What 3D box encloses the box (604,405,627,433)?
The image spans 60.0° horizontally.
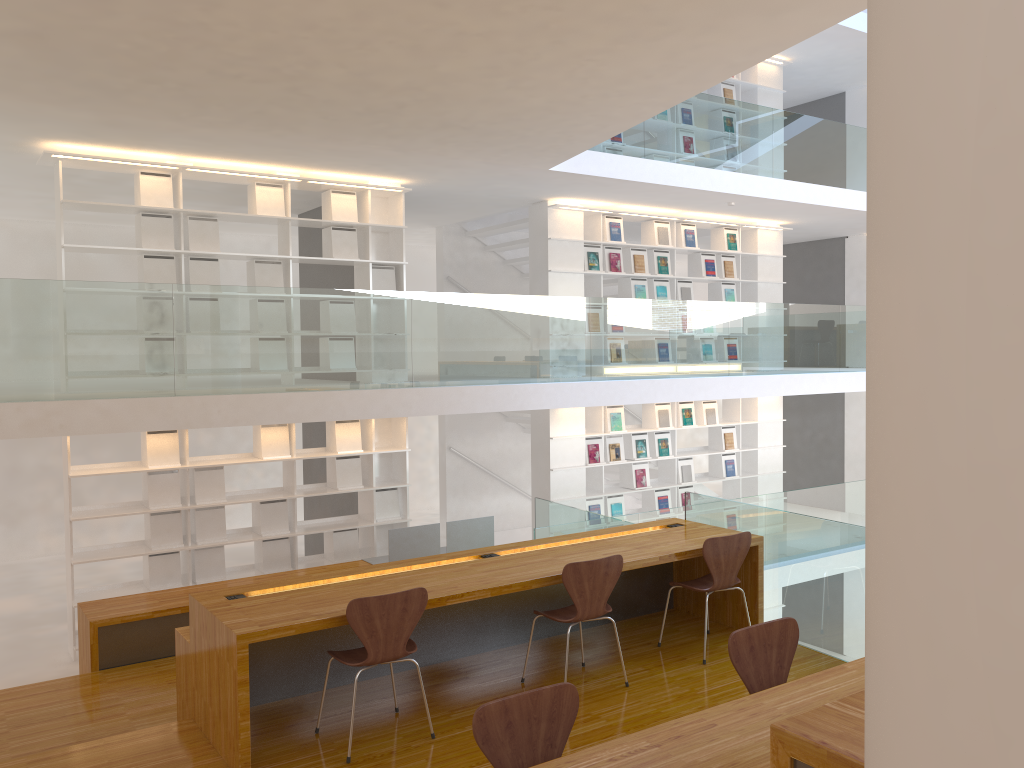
[{"bbox_3d":[1.089,0.379,9.790,0.245,0.296,0.274,-2,3,-34],"label":"box"}]

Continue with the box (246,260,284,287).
[{"bbox_3d":[-2.129,-0.913,7.667,0.245,0.296,0.274,-2,3,-34],"label":"box"}]

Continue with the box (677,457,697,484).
[{"bbox_3d":[1.983,1.005,10.409,0.245,0.296,0.274,-2,3,-34],"label":"box"}]

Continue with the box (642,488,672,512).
[{"bbox_3d":[1.679,1.345,10.215,0.245,0.296,0.274,-2,3,-34],"label":"box"}]

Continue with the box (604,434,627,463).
[{"bbox_3d":[1.085,0.708,9.813,0.245,0.296,0.274,-2,3,-34],"label":"box"}]

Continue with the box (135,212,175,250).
[{"bbox_3d":[-2.879,-1.215,7.155,0.245,0.296,0.274,-2,3,-34],"label":"box"}]

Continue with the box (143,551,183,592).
[{"bbox_3d":[-2.857,1.502,7.248,0.245,0.296,0.274,-2,3,-34],"label":"box"}]

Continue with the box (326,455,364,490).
[{"bbox_3d":[-1.530,0.797,8.120,0.245,0.296,0.274,-2,3,-34],"label":"box"}]

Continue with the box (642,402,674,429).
[{"bbox_3d":[1.678,0.358,10.186,0.245,0.296,0.274,-2,3,-34],"label":"box"}]

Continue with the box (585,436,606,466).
[{"bbox_3d":[0.840,0.716,9.633,0.245,0.296,0.274,-2,3,-34],"label":"box"}]

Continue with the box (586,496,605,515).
[{"bbox_3d":[0.850,1.374,9.659,0.245,0.296,0.274,-2,3,-34],"label":"box"}]

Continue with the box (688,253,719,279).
[{"bbox_3d":[2.274,-1.397,10.534,0.245,0.296,0.274,-2,3,-34],"label":"box"}]

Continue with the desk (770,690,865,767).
[{"bbox_3d":[1.725,1.015,0.688,0.760,0.606,3.185,-2,3,-34],"label":"desk"}]

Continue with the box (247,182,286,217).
[{"bbox_3d":[-2.116,-1.571,7.654,0.245,0.296,0.274,-2,3,-34],"label":"box"}]

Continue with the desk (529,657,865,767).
[{"bbox_3d":[1.188,1.325,2.738,3.185,0.606,0.760,-2,3,-34],"label":"desk"}]

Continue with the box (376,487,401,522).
[{"bbox_3d":[-1.214,1.115,8.341,0.245,0.296,0.274,-2,3,-34],"label":"box"}]

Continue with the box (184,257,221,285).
[{"bbox_3d":[-2.575,-0.897,7.368,0.245,0.296,0.274,-2,3,-34],"label":"box"}]

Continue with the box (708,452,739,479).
[{"bbox_3d":[2.584,0.983,10.812,0.245,0.296,0.274,-2,3,-34],"label":"box"}]

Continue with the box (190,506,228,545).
[{"bbox_3d":[-2.553,1.162,7.443,0.245,0.296,0.274,-2,3,-34],"label":"box"}]

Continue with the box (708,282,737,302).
[{"bbox_3d":[2.561,-1.076,10.737,0.245,0.296,0.274,-2,3,-34],"label":"box"}]

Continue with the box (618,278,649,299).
[{"bbox_3d":[1.372,-1.034,9.939,0.245,0.296,0.274,-2,3,-34],"label":"box"}]

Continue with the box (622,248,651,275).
[{"bbox_3d":[1.367,-1.362,9.926,0.245,0.296,0.274,-2,3,-34],"label":"box"}]

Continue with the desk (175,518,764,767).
[{"bbox_3d":[-0.128,1.411,5.047,3.236,0.918,1.285,-2,3,-34],"label":"desk"}]

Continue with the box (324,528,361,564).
[{"bbox_3d":[-1.555,1.455,8.122,0.245,0.296,0.274,-2,3,-34],"label":"box"}]

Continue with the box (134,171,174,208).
[{"bbox_3d":[-2.883,-1.543,7.143,0.245,0.296,0.274,-2,3,-34],"label":"box"}]

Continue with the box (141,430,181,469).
[{"bbox_3d":[-2.860,0.517,7.218,0.245,0.296,0.274,-2,3,-34],"label":"box"}]

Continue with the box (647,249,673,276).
[{"bbox_3d":[1.654,-1.372,10.119,0.245,0.296,0.274,-2,3,-34],"label":"box"}]

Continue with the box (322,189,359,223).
[{"bbox_3d":[-1.555,-1.590,8.033,0.245,0.296,0.274,-2,3,-34],"label":"box"}]

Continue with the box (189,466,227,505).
[{"bbox_3d":[-2.556,0.835,7.431,0.245,0.296,0.274,-2,3,-34],"label":"box"}]

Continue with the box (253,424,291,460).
[{"bbox_3d":[-2.094,0.488,7.729,0.245,0.296,0.274,-2,3,-34],"label":"box"}]

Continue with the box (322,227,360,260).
[{"bbox_3d":[-1.552,-1.262,8.044,0.245,0.296,0.274,-2,3,-34],"label":"box"}]

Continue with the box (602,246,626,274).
[{"bbox_3d":[1.063,-1.352,9.737,0.245,0.296,0.274,-2,3,-34],"label":"box"}]

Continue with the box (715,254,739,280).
[{"bbox_3d":[2.556,-1.404,10.724,0.245,0.296,0.274,-2,3,-34],"label":"box"}]

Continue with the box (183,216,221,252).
[{"bbox_3d":[-2.579,-1.225,7.356,0.245,0.296,0.274,-2,3,-34],"label":"box"}]

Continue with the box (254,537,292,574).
[{"bbox_3d":[-2.091,1.475,7.763,0.245,0.296,0.274,-2,3,-34],"label":"box"}]

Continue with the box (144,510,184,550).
[{"bbox_3d":[-2.845,1.173,7.247,0.245,0.296,0.274,-2,3,-34],"label":"box"}]

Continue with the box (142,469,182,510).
[{"bbox_3d":[-2.857,0.844,7.230,0.245,0.296,0.274,-2,3,-34],"label":"box"}]

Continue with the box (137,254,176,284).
[{"bbox_3d":[-2.867,-0.887,7.172,0.245,0.296,0.274,-2,3,-34],"label":"box"}]

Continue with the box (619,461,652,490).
[{"bbox_3d":[1.397,1.019,10.016,0.245,0.296,0.274,-2,3,-34],"label":"box"}]

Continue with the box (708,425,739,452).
[{"bbox_3d":[2.579,0.655,10.799,0.245,0.296,0.274,-2,3,-34],"label":"box"}]

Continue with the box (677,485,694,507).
[{"bbox_3d":[1.991,1.333,10.424,0.245,0.296,0.274,-2,3,-34],"label":"box"}]

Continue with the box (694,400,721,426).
[{"bbox_3d":[-0.524,2.181,8.752,7.125,3.764,0.498,-2,3,-34],"label":"box"}]

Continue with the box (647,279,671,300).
[{"bbox_3d":[1.653,-1.043,10.128,0.245,0.296,0.274,-2,3,-34],"label":"box"}]

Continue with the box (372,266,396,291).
[{"bbox_3d":[-1.237,-0.945,8.265,0.245,0.296,0.274,-2,3,-34],"label":"box"}]

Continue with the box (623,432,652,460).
[{"bbox_3d":[1.389,0.690,10.001,0.245,0.296,0.274,-2,3,-34],"label":"box"}]

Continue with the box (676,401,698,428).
[{"bbox_3d":[1.988,0.347,10.393,0.245,0.296,0.274,-2,3,-34],"label":"box"}]

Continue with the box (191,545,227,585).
[{"bbox_3d":[-2.560,1.491,7.448,0.245,0.296,0.274,-2,3,-34],"label":"box"}]

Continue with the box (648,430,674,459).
[{"bbox_3d":[1.676,0.687,10.194,0.245,0.296,0.274,-2,3,-34],"label":"box"}]

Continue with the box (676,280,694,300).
[{"bbox_3d":[1.960,-1.054,10.334,0.245,0.296,0.274,-2,3,-34],"label":"box"}]

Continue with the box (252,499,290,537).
[{"bbox_3d":[-2.106,1.146,7.743,0.245,0.296,0.274,-2,3,-34],"label":"box"}]

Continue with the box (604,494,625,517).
[{"bbox_3d":[1.096,1.365,9.824,0.245,0.296,0.274,-2,3,-34],"label":"box"}]

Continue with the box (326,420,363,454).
[{"bbox_3d":[-1.532,0.470,8.109,0.245,0.296,0.274,-2,3,-34],"label":"box"}]
